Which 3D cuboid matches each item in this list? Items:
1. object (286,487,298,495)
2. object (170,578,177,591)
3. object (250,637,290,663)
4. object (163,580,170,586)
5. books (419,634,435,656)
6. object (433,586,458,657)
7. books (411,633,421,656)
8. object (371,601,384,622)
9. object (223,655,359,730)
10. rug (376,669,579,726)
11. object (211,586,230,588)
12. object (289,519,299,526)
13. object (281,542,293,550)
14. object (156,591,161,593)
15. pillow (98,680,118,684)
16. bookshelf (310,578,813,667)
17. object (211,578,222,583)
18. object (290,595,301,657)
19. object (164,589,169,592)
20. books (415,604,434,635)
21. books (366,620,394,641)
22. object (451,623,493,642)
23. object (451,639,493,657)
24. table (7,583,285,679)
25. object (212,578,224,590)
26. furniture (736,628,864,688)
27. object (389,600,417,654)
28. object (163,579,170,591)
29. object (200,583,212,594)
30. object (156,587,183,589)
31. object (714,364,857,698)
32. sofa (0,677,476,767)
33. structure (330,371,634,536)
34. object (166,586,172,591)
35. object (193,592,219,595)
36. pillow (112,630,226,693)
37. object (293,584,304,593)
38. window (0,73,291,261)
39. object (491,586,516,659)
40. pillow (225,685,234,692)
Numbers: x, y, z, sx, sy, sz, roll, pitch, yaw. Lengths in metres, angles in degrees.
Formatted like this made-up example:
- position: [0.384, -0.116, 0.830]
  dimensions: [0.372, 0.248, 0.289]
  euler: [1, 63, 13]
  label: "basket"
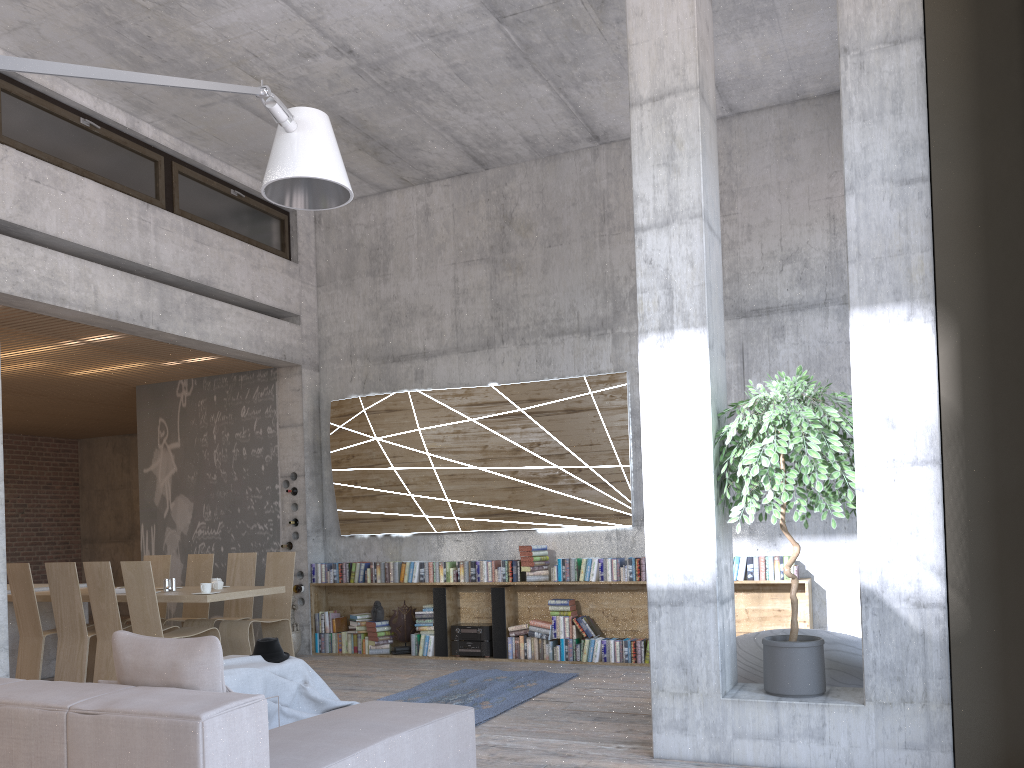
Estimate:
- position: [-2.440, 1.216, 9.932]
  dimensions: [0.090, 0.089, 0.338]
  euler: [-4, -9, 24]
  label: "object"
- position: [-3.073, 1.819, 7.954]
  dimensions: [0.052, 0.111, 0.053]
  euler: [-1, -2, -21]
  label: "object"
- position: [-1.750, 1.907, 6.298]
  dimensions: [0.302, 0.167, 0.301]
  euler: [-3, -7, 11]
  label: "object"
- position: [-3.281, 1.916, 8.385]
  dimensions: [0.093, 0.087, 0.118]
  euler: [-2, -6, -2]
  label: "object"
- position: [-0.873, 2.773, 9.332]
  dimensions: [0.200, 0.227, 0.190]
  euler: [-4, -5, 24]
  label: "books"
- position: [-0.701, 2.532, 9.310]
  dimensions: [0.153, 0.755, 0.273]
  euler: [-2, -2, 24]
  label: "object"
- position: [-1.008, 2.790, 9.410]
  dimensions: [0.074, 0.219, 0.206]
  euler: [-3, -5, 24]
  label: "books"
- position: [-1.461, 2.466, 9.527]
  dimensions: [0.146, 0.227, 0.136]
  euler: [-3, -3, 21]
  label: "object"
- position: [-1.824, 2.151, 6.146]
  dimensions: [1.053, 0.498, 1.603]
  euler: [-9, -11, 42]
  label: "object"
- position: [-0.526, 2.468, 6.793]
  dimensions: [1.167, 0.048, 2.942]
  euler: [-6, -10, 24]
  label: "rug"
- position: [-2.795, 1.923, 8.295]
  dimensions: [0.186, 0.014, 0.187]
  euler: [-7, -10, 27]
  label: "object"
- position: [-2.412, 1.573, 9.962]
  dimensions: [0.094, 0.092, 0.349]
  euler: [-4, -9, 24]
  label: "object"
- position: [-2.504, 1.838, 9.962]
  dimensions: [0.095, 0.094, 0.341]
  euler: [-4, -9, 24]
  label: "object"
- position: [-3.244, 1.857, 7.787]
  dimensions: [0.185, 0.014, 0.187]
  euler: [-4, -9, 10]
  label: "object"
- position: [-1.519, 1.393, 3.669]
  dimensions: [0.376, 0.370, 0.170]
  euler: [-2, -2, -2]
  label: "pillow"
- position: [0.233, 2.394, 8.875]
  dimensions: [5.343, 0.799, 0.304]
  euler: [-6, -3, 24]
  label: "bookshelf"
- position: [-2.801, 1.886, 8.302]
  dimensions: [0.093, 0.087, 0.118]
  euler: [-1, -6, -12]
  label: "object"
- position: [-2.471, 2.690, 9.733]
  dimensions: [0.249, 0.678, 0.272]
  euler: [-2, -2, -13]
  label: "object"
- position: [-3.105, 1.854, 7.882]
  dimensions: [0.051, 0.019, 0.051]
  euler: [-3, -8, 7]
  label: "object"
- position: [-0.888, 2.513, 9.368]
  dimensions: [0.252, 0.321, 0.219]
  euler: [-4, -4, 26]
  label: "books"
- position: [-1.433, 2.682, 9.539]
  dimensions: [0.246, 0.209, 0.191]
  euler: [4, -7, -44]
  label: "books"
- position: [-0.383, 2.587, 9.141]
  dimensions: [0.442, 0.160, 0.306]
  euler: [-6, -8, 24]
  label: "object"
- position: [-0.375, 2.748, 9.145]
  dimensions: [0.442, 0.162, 0.295]
  euler: [-6, -8, 24]
  label: "object"
- position: [-4.669, 2.496, 8.783]
  dimensions: [5.208, 0.917, 1.018]
  euler: [-6, -7, 24]
  label: "table"
- position: [-2.701, 1.833, 8.040]
  dimensions: [0.089, 0.111, 0.123]
  euler: [-3, -5, 15]
  label: "object"
- position: [2.080, 2.079, 6.277]
  dimensions: [1.794, 0.804, 1.647]
  euler: [2, -9, -28]
  label: "furniture"
- position: [-1.161, 2.628, 9.520]
  dimensions: [0.343, 0.565, 0.197]
  euler: [-1, -2, -16]
  label: "object"
- position: [-3.130, 1.820, 7.943]
  dimensions: [0.052, 0.109, 0.053]
  euler: [-1, -2, -21]
  label: "object"
- position: [-2.595, 1.736, 7.439]
  dimensions: [0.093, 0.087, 0.118]
  euler: [0, -7, -22]
  label: "object"
- position: [-3.275, 1.954, 8.377]
  dimensions: [0.186, 0.014, 0.186]
  euler: [-9, -11, 37]
  label: "object"
- position: [1.626, 0.836, 5.026]
  dimensions: [0.999, 1.852, 0.975]
  euler: [-2, -3, -10]
  label: "object"
- position: [-1.737, 1.798, 4.817]
  dimensions: [3.009, 0.779, 3.036]
  euler: [-6, -9, 24]
  label: "sofa"
- position: [-0.456, 0.783, 9.157]
  dimensions: [3.425, 1.526, 0.359]
  euler: [-6, -2, 24]
  label: "structure"
- position: [-3.086, 1.843, 7.897]
  dimensions: [0.051, 0.045, 0.051]
  euler: [-7, -7, 42]
  label: "object"
- position: [-2.599, 1.780, 7.451]
  dimensions: [0.185, 0.014, 0.187]
  euler: [-4, -9, 10]
  label: "object"
- position: [-1.330, 1.251, 3.469]
  dimensions: [0.566, 0.554, 0.222]
  euler: [-4, -3, 26]
  label: "pillow"
- position: [-2.343, 2.310, 9.933]
  dimensions: [0.095, 0.094, 0.341]
  euler: [-4, -9, 24]
  label: "object"
- position: [-4.238, -2.195, 6.062]
  dimensions: [0.113, 0.601, 8.507]
  euler: [-2, -9, 24]
  label: "window"
- position: [-0.082, 2.465, 9.030]
  dimensions: [0.153, 0.755, 0.273]
  euler: [-2, -2, 24]
  label: "object"
- position: [-1.044, 1.354, 3.375]
  dimensions: [0.151, 0.374, 0.372]
  euler: [-1, -5, -33]
  label: "pillow"
